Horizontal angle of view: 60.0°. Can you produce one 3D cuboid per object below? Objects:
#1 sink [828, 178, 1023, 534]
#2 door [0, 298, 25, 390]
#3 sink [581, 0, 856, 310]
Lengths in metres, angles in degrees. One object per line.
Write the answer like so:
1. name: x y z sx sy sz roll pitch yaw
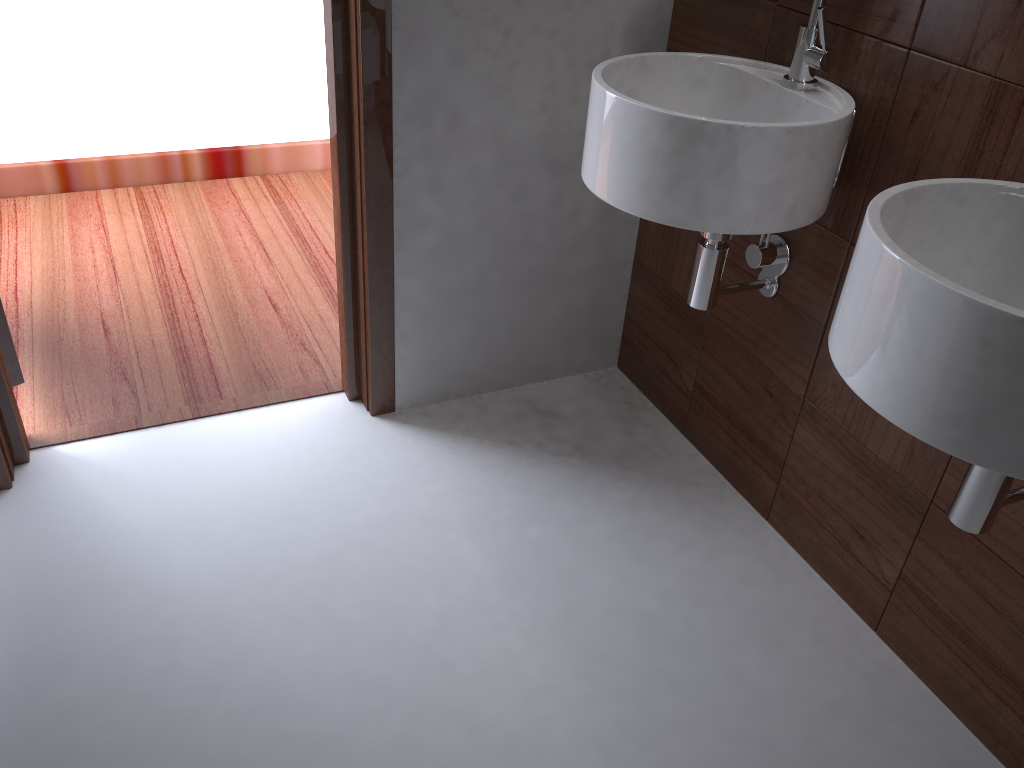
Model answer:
1. sink: 0.592 -0.097 0.982 0.417 0.715 0.415 -11 37 -22
2. door: -1.219 -0.874 1.545 0.708 1.780 0.095 29 41 32
3. sink: 0.332 -0.431 1.451 0.417 0.715 0.415 -11 37 -22
